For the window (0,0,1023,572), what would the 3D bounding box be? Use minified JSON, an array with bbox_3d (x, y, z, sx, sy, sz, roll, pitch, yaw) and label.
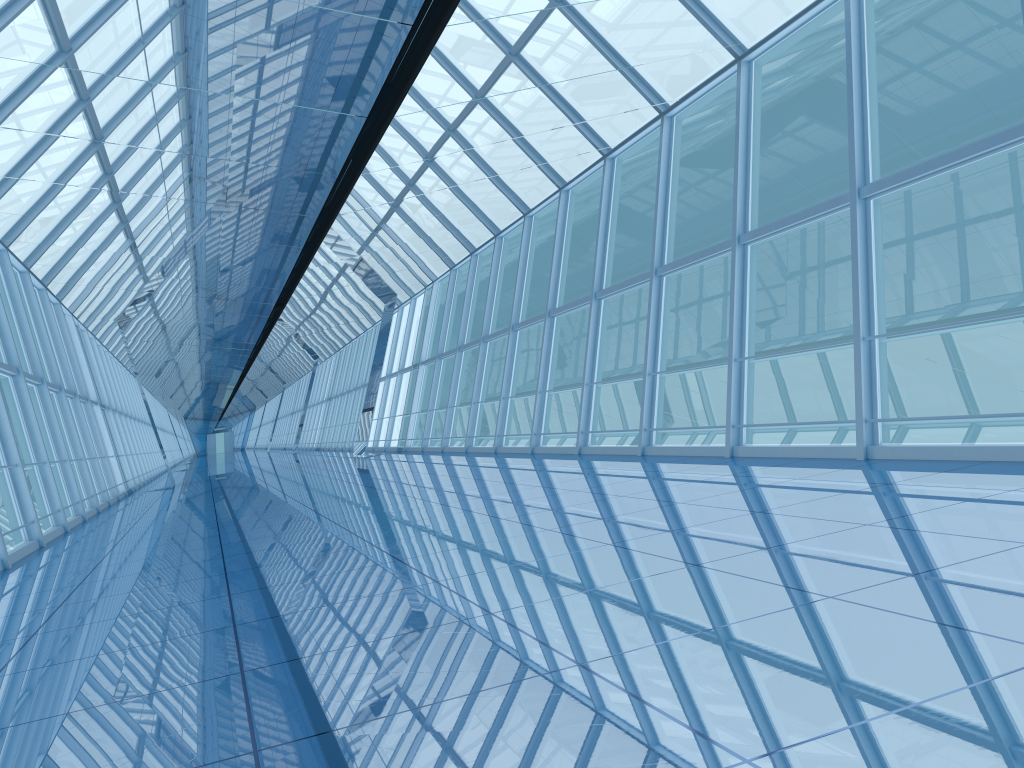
[{"bbox_3d":[-15.689,1.812,47.945,10.002,4.946,104.601,-6,-2,-20],"label":"window"}]
